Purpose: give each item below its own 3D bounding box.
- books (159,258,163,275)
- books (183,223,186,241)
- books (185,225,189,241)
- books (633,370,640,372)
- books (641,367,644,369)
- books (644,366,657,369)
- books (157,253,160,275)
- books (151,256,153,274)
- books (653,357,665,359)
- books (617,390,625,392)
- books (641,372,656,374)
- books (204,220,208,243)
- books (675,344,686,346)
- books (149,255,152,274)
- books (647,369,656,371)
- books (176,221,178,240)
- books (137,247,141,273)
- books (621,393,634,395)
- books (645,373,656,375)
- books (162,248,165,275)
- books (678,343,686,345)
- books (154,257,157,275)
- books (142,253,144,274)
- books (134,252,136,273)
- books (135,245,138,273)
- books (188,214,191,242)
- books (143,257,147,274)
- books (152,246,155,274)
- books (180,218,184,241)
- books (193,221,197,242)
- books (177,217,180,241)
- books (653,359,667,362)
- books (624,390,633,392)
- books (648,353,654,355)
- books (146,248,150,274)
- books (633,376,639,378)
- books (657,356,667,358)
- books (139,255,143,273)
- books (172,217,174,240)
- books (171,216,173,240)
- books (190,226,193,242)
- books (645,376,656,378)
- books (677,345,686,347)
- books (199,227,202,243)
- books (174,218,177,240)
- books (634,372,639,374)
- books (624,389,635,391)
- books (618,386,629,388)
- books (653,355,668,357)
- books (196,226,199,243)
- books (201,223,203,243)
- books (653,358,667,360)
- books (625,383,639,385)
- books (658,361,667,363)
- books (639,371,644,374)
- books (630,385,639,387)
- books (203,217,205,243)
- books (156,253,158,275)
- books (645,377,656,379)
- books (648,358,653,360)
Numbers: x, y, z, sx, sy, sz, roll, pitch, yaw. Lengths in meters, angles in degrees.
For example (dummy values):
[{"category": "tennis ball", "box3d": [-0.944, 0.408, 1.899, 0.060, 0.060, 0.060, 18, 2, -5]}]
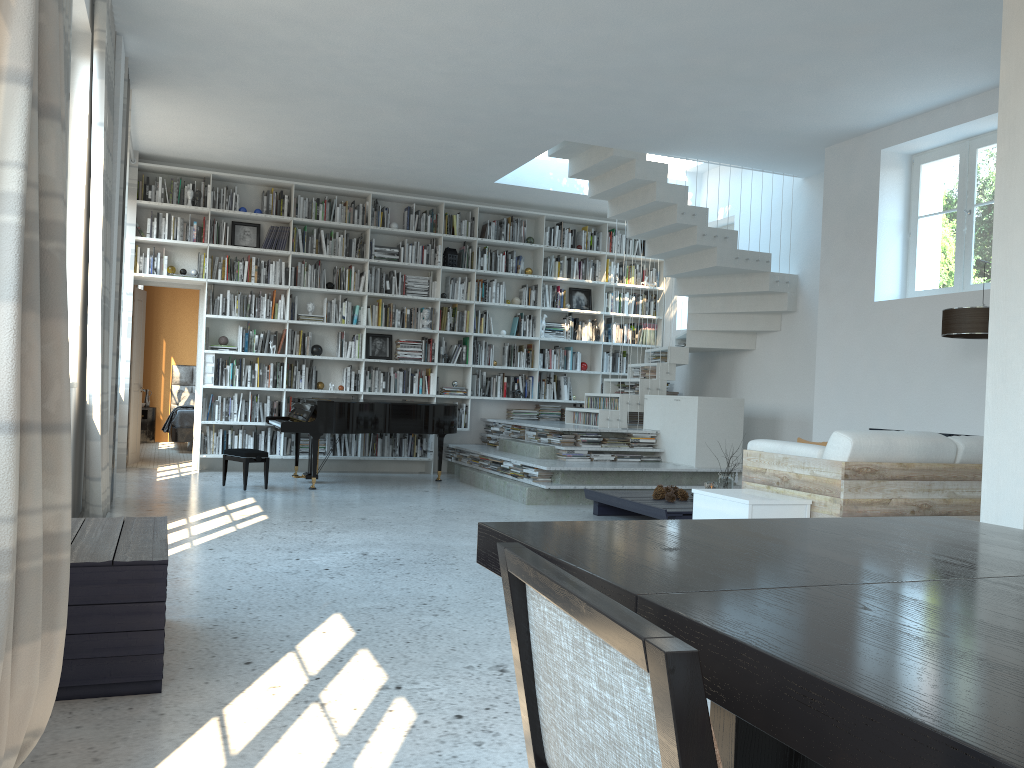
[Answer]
[{"category": "books", "box3d": [-3.653, -1.206, 9.235, 0.029, 0.191, 0.134, 2, 0, -21]}, {"category": "books", "box3d": [-3.439, -1.573, 9.302, 0.028, 0.212, 0.138, 2, 0, -21]}, {"category": "books", "box3d": [-3.416, -1.565, 9.320, 0.029, 0.197, 0.144, 2, 0, -21]}, {"category": "books", "box3d": [1.518, -0.144, 10.175, 0.149, 0.017, 0.239, 3, -1, -23]}, {"category": "books", "box3d": [1.541, -0.174, 9.894, 0.166, 0.017, 0.190, 3, -1, -19]}, {"category": "books", "box3d": [1.563, -0.176, 9.640, 0.233, 0.025, 0.157, 2, -1, 16]}, {"category": "books", "box3d": [-3.660, -1.229, 9.188, 0.021, 0.237, 0.188, 2, 0, -21]}, {"category": "books", "box3d": [-3.728, -1.217, 9.185, 0.011, 0.206, 0.163, 2, 0, -21]}, {"category": "books", "box3d": [1.709, -0.285, 9.916, 0.187, 0.009, 0.261, 3, -1, -11]}, {"category": "books", "box3d": [1.309, 0.082, 10.117, 0.159, 0.012, 0.225, 3, -1, -14]}, {"category": "books", "box3d": [1.559, -0.114, 9.630, 0.295, 0.006, 0.146, 2, -1, 13]}, {"category": "books", "box3d": [-3.240, -1.592, 9.390, 0.037, 0.268, 0.113, 2, 0, -21]}, {"category": "books", "box3d": [2.045, -0.448, 10.355, 0.184, 0.006, 0.262, 3, -1, -15]}, {"category": "books", "box3d": [-3.752, -1.222, 9.198, 0.023, 0.214, 0.140, 2, 0, -21]}, {"category": "books", "box3d": [1.564, -0.151, 9.647, 0.184, 0.016, 0.179, 2, -1, 7]}, {"category": "books", "box3d": [-3.513, -1.586, 9.287, 0.011, 0.231, 0.135, 2, 0, -21]}, {"category": "books", "box3d": [-3.846, -1.260, 9.133, 0.023, 0.281, 0.170, 2, 0, -21]}, {"category": "books", "box3d": [1.335, 0.112, 10.127, 0.130, 0.014, 0.188, 3, -1, -21]}, {"category": "books", "box3d": [1.558, -0.104, 9.630, 0.214, 0.014, 0.138, 2, -1, 6]}, {"category": "books", "box3d": [-3.624, -1.258, 9.224, 0.013, 0.299, 0.179, 2, 0, -21]}, {"category": "books", "box3d": [2.059, -0.459, 10.357, 0.150, 0.017, 0.288, 3, -1, -6]}, {"category": "books", "box3d": [-3.699, -1.209, 9.192, 0.024, 0.193, 0.181, 2, 0, -21]}, {"category": "books", "box3d": [-3.806, -1.228, 9.149, 0.010, 0.220, 0.181, 2, 0, -21]}, {"category": "books", "box3d": [-3.877, -1.232, 9.122, 0.013, 0.222, 0.162, 2, 0, -21]}, {"category": "books", "box3d": [-3.871, -1.272, 9.148, 0.013, 0.303, 0.135, 2, 0, -21]}, {"category": "books", "box3d": [-3.385, -1.616, 9.305, 0.012, 0.303, 0.189, 2, 0, -21]}, {"category": "books", "box3d": [-3.797, -1.209, 9.180, 0.029, 0.185, 0.134, 2, 0, -21]}, {"category": "books", "box3d": [-3.708, -1.262, 9.173, 0.013, 0.297, 0.187, 2, 0, -21]}, {"category": "books", "box3d": [-3.458, -1.594, 9.275, 0.030, 0.251, 0.165, 2, 0, -21]}, {"category": "books", "box3d": [-3.337, -1.577, 9.318, 0.029, 0.229, 0.191, 2, 0, -21]}, {"category": "books", "box3d": [-3.484, -1.600, 9.265, 0.025, 0.261, 0.167, 2, 0, -21]}, {"category": "books", "box3d": [1.701, -0.260, 9.914, 0.182, 0.013, 0.287, 3, -1, -7]}, {"category": "books", "box3d": [1.388, 0.085, 9.908, 0.175, 0.016, 0.207, 3, -1, -27]}, {"category": "books", "box3d": [1.692, -0.343, 10.212, 0.190, 0.015, 0.230, 3, -1, -7]}, {"category": "books", "box3d": [-3.765, -1.256, 9.174, 0.022, 0.281, 0.156, 2, 0, -21]}, {"category": "books", "box3d": [1.521, -0.076, 10.178, 0.136, 0.017, 0.288, 3, -1, -23]}, {"category": "books", "box3d": [1.721, -0.296, 9.918, 0.154, 0.014, 0.196, 3, -1, -8]}, {"category": "books", "box3d": [-3.827, -1.217, 9.150, 0.029, 0.197, 0.160, 2, 0, -21]}, {"category": "books", "box3d": [-3.532, -1.596, 9.248, 0.012, 0.249, 0.192, 2, 0, -21]}, {"category": "books", "box3d": [-3.543, -1.607, 9.244, 0.013, 0.268, 0.162, 2, 0, -21]}, {"category": "books", "box3d": [-3.374, -1.555, 9.327, 0.031, 0.182, 0.151, 2, 0, -21]}, {"category": "books", "box3d": [1.560, -0.072, 9.646, 0.215, 0.013, 0.189, 2, -1, 11]}, {"category": "books", "box3d": [2.049, -0.440, 10.356, 0.169, 0.010, 0.282, 3, -1, -6]}, {"category": "books", "box3d": [-3.290, -1.554, 9.352, 0.026, 0.188, 0.154, 2, 0, -21]}, {"category": "books", "box3d": [-3.517, -1.593, 9.254, 0.021, 0.244, 0.173, 2, 0, -21]}, {"category": "books", "box3d": [1.522, -0.126, 10.177, 0.143, 0.019, 0.230, 3, -1, -22]}, {"category": "books", "box3d": [1.388, 0.070, 9.908, 0.184, 0.014, 0.225, 3, -1, -24]}, {"category": "books", "box3d": [1.324, 0.040, 10.122, 0.140, 0.022, 0.181, 3, -1, -28]}, {"category": "books", "box3d": [1.711, -0.307, 9.916, 0.176, 0.007, 0.254, 3, -1, -13]}, {"category": "books", "box3d": [-3.321, -1.559, 9.355, 0.029, 0.196, 0.146, 2, 0, -21]}, {"category": "books", "box3d": [-3.276, -1.577, 9.372, 0.014, 0.236, 0.143, 2, 0, -21]}, {"category": "books", "box3d": [1.701, -0.274, 9.914, 0.191, 0.014, 0.243, 3, -1, -8]}, {"category": "books", "box3d": [1.391, 0.005, 9.908, 0.177, 0.014, 0.194, 3, -1, -27]}, {"category": "books", "box3d": [1.729, -0.245, 9.920, 0.130, 0.014, 0.249, 3, -1, -8]}, {"category": "books", "box3d": [1.544, -0.124, 9.881, 0.178, 0.035, 0.222, 3, -1, -17]}, {"category": "books", "box3d": [1.413, 0.022, 9.917, 0.133, 0.017, 0.178, 3, -1, -17]}, {"category": "books", "box3d": [-3.257, -1.605, 9.366, 0.014, 0.294, 0.172, 2, 0, -21]}, {"category": "books", "box3d": [-3.684, -1.229, 9.205, 0.010, 0.234, 0.165, 2, 0, -21]}, {"category": "books", "box3d": [1.561, -0.060, 9.652, 0.206, 0.012, 0.183, 2, -1, 6]}, {"category": "books", "box3d": [1.694, -0.285, 10.213, 0.184, 0.006, 0.262, 3, -1, -6]}]
